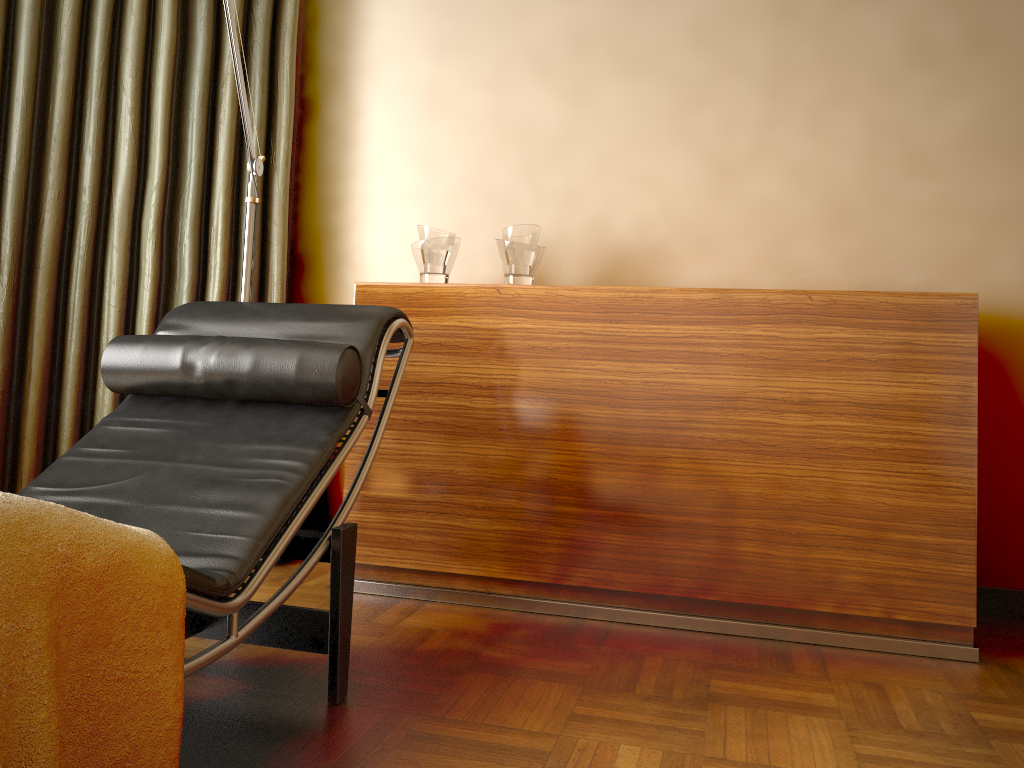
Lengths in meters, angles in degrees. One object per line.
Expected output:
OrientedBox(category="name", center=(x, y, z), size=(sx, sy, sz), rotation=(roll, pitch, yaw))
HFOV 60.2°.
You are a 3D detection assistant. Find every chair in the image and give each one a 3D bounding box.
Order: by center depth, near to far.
OrientedBox(category="chair", center=(-0.735, 0.211, 1.398), size=(0.636, 0.800, 1.782), rotation=(2, 0, 14))

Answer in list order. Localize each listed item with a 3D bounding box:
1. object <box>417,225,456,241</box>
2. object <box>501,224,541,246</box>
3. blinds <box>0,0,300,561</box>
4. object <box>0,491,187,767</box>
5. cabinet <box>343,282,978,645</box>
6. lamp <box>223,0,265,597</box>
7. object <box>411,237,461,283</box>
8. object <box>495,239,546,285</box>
OrientedBox(category="object", center=(-0.235, -0.412, 2.723), size=(0.122, 0.151, 0.122), rotation=(3, -2, -4))
OrientedBox(category="object", center=(0.024, -0.400, 2.656), size=(0.122, 0.151, 0.122), rotation=(3, -2, -6))
OrientedBox(category="blinds", center=(-1.410, -0.689, 2.595), size=(1.528, 2.466, 0.224), rotation=(4, -4, -30))
OrientedBox(category="object", center=(-0.887, 0.366, 0.881), size=(0.918, 0.523, 0.905), rotation=(2, 0, 15))
OrientedBox(category="cabinet", center=(0.379, 0.166, 2.567), size=(1.675, 0.867, 0.413), rotation=(2, -3, 14))
OrientedBox(category="lamp", center=(-0.721, -0.338, 1.727), size=(0.452, 1.977, 1.408), rotation=(1, -2, 18))
OrientedBox(category="object", center=(-0.237, -0.373, 2.720), size=(0.155, 0.155, 0.155), rotation=(3, -2, -29))
OrientedBox(category="object", center=(0.023, -0.361, 2.654), size=(0.155, 0.155, 0.155), rotation=(2, -1, 5))
